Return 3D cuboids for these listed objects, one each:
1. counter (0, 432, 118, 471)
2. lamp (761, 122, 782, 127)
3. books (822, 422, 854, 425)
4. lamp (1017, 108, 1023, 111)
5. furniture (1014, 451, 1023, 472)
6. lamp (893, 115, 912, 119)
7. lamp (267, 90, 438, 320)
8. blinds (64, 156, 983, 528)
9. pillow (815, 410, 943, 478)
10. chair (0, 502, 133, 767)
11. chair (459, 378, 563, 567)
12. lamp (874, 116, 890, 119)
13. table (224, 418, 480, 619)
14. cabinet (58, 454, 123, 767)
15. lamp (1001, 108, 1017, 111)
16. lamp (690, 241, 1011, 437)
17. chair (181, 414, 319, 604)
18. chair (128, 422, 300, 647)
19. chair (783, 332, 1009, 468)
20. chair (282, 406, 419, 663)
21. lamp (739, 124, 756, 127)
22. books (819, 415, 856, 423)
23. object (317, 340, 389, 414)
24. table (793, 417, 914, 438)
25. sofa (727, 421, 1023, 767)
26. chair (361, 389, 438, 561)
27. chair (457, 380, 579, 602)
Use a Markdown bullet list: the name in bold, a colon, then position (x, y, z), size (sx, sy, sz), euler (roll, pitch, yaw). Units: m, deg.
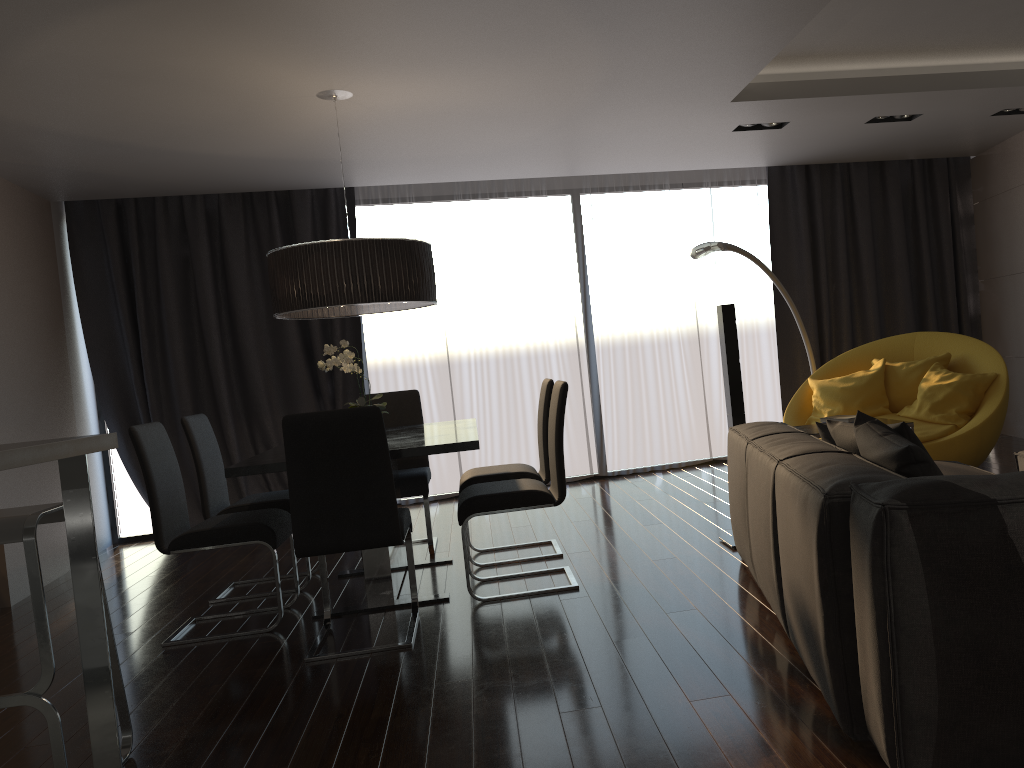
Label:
- **counter**: position (-2.266, 0.325, 0.078), size (2.728, 0.041, 3.978), euler (-6, 1, -5)
- **lamp**: position (1.776, -1.800, 5.986), size (0.175, 0.077, 0.178), euler (-5, 1, 6)
- **books**: position (1.809, 0.210, 4.758), size (0.219, 0.023, 0.172), euler (-4, 2, 44)
- **lamp**: position (3.707, -1.998, 6.286), size (0.175, 0.077, 0.178), euler (-5, 1, 6)
- **furniture**: position (3.000, 0.465, 3.911), size (1.089, 0.440, 1.103), euler (-6, 1, 4)
- **lamp**: position (2.741, -1.899, 6.136), size (0.175, 0.077, 0.178), euler (-5, 1, 6)
- **lamp**: position (-0.836, -0.916, 4.434), size (0.781, 1.102, 0.827), euler (-5, 2, 18)
- **blinds**: position (0.582, -0.603, 7.313), size (7.709, 2.894, 0.726), euler (-6, 2, -16)
- **pillow**: position (1.722, 0.239, 2.674), size (1.115, 0.431, 1.987), euler (-7, 2, -43)
- **chair**: position (-1.404, 0.761, 2.469), size (0.426, 0.800, 0.425), euler (-6, 2, -6)
- **chair**: position (-0.015, 0.477, 4.933), size (0.580, 0.964, 0.421), euler (-6, 2, -7)
- **lamp**: position (2.560, -1.881, 6.108), size (0.173, 0.077, 0.181), euler (-5, 2, 13)
- **table**: position (-0.662, 0.655, 4.491), size (1.054, 0.760, 1.581), euler (-6, 1, -5)
- **cabinet**: position (-1.487, -0.064, 1.633), size (4.507, 2.501, 6.831), euler (-6, 1, -5)
- **lamp**: position (3.526, -1.980, 6.258), size (0.173, 0.077, 0.181), euler (-5, 2, 13)
- **lamp**: position (3.161, -0.306, 7.288), size (4.436, 1.779, 0.555), euler (-6, 2, -28)
- **chair**: position (-1.375, 0.617, 4.722), size (0.580, 0.964, 0.421), euler (-6, 2, -7)
- **chair**: position (-1.341, 0.631, 4.030), size (0.580, 0.964, 0.421), euler (-6, 2, -7)
- **chair**: position (2.597, 0.172, 5.994), size (1.198, 1.005, 1.436), euler (-7, 2, -39)
- **chair**: position (-0.658, 0.574, 3.655), size (0.434, 0.964, 0.564), euler (-6, 2, -5)
- **lamp**: position (1.595, -1.782, 5.958), size (0.181, 0.077, 0.173), euler (-6, 2, -11)
- **books**: position (1.797, 0.188, 4.768), size (0.163, 0.022, 0.195), euler (-6, 2, -29)
- **object**: position (-0.789, 0.036, 4.370), size (0.316, 0.501, 0.563), euler (-6, 2, -8)
- **table**: position (1.808, 0.504, 4.761), size (0.610, 0.563, 0.444), euler (-6, 2, -7)
- **sofa**: position (2.258, 0.428, 3.147), size (2.723, 0.704, 2.498), euler (-6, 1, 4)
- **chair**: position (-0.718, 0.536, 5.338), size (0.434, 0.964, 0.564), euler (-6, 2, -5)
- **chair**: position (0.019, 0.492, 4.241), size (0.580, 0.964, 0.421), euler (-6, 2, -7)
